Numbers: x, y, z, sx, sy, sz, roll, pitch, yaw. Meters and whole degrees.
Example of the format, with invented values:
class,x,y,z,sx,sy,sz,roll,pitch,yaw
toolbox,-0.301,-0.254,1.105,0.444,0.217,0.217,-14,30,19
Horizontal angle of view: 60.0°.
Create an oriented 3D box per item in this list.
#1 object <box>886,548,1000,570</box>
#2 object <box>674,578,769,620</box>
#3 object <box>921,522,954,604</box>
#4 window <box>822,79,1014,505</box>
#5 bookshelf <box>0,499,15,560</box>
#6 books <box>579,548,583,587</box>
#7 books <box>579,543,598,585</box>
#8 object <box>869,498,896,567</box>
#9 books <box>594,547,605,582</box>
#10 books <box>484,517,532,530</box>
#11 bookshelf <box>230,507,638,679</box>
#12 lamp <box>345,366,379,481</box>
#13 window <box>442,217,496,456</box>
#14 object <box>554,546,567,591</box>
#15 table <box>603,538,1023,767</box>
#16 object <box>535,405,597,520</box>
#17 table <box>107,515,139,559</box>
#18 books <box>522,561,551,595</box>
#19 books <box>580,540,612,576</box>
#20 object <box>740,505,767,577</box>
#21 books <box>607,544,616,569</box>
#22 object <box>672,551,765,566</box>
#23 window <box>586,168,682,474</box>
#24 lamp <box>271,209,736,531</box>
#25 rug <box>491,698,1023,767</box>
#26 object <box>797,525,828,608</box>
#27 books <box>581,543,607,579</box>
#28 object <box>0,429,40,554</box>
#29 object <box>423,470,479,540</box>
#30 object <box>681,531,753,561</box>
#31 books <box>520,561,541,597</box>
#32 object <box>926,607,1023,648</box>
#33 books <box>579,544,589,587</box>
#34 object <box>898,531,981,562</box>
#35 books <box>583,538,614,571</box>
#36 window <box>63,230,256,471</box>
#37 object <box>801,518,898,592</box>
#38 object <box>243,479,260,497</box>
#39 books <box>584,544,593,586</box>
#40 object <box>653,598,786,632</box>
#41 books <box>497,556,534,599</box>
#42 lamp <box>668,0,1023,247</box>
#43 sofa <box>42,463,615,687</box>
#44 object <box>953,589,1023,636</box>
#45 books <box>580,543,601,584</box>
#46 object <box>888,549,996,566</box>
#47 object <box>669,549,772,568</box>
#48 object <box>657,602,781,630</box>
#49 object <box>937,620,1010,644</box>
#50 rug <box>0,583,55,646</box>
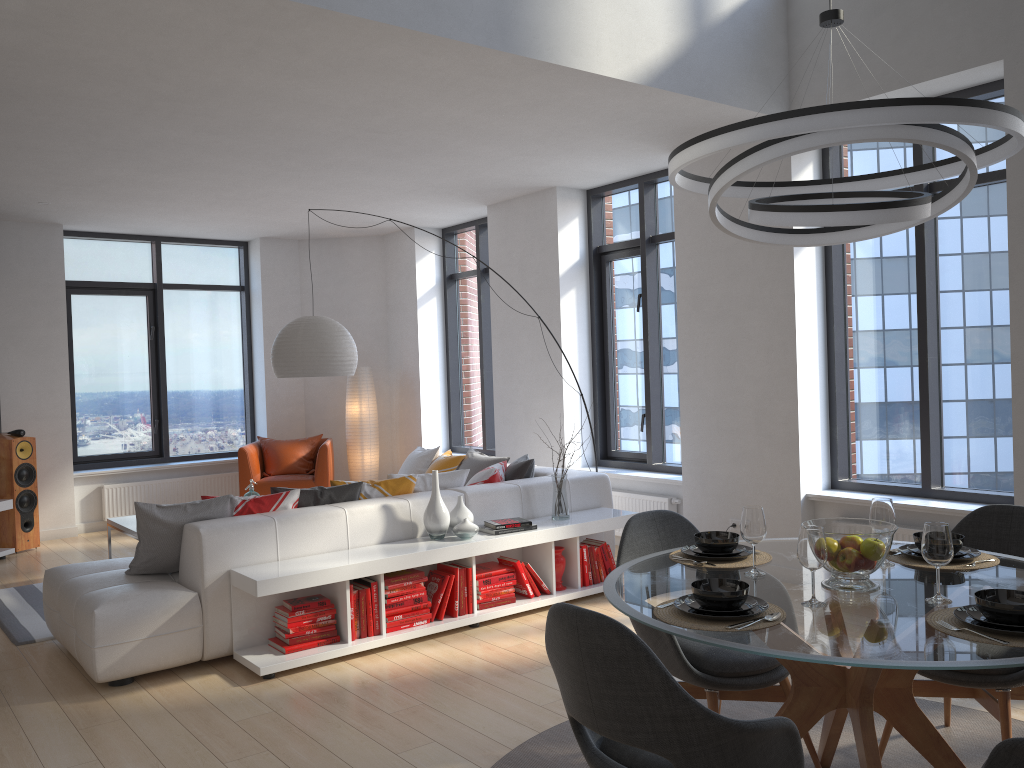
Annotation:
class,x,y,z,sx,sy,sz,roll,pitch,yaw
object,1.469,0.595,3.043,0.360,0.002,0.360,-2,1,5
object,0.581,0.597,2.473,0.258,0.074,0.258,-1,1,33
object,1.204,0.504,2.507,0.083,0.220,0.083,-2,1,13
window,2.548,-0.508,5.424,0.170,2.402,1.310,-3,1,-37
bookshelf,-4.724,0.502,6.145,0.455,2.052,3.000,-2,1,8
books,0.385,1.159,5.651,0.026,0.250,0.168,-3,1,-38
books,0.459,1.155,5.725,0.076,0.252,0.199,-3,1,-37
object,1.243,0.495,2.972,0.083,0.220,0.083,-2,1,13
books,0.513,1.163,5.760,0.081,0.230,0.165,-3,1,-37
books,-0.026,0.843,5.358,0.238,0.027,0.188,-2,1,-24
bookshelf,-0.292,1.145,5.180,2.600,0.500,0.356,-3,1,-37
lamp,-1.406,0.585,9.421,0.804,1.550,0.502,-2,1,13
window,-0.251,-0.475,9.075,0.170,2.402,1.310,-3,1,-37
object,0.278,1.160,5.579,0.125,0.258,0.125,-1,1,30
table,1.046,0.998,2.732,1.499,0.764,1.499,-1,1,42
object,0.353,0.492,5.654,0.406,0.744,0.607,-2,1,3
table,-2.291,1.209,6.605,1.091,0.435,1.091,-3,1,-37
books,0.109,1.187,5.464,0.186,0.223,0.188,-3,1,-37
books,0.557,1.152,5.807,0.119,0.249,0.187,-3,1,-37
object,0.790,0.511,2.898,0.083,0.220,0.083,-2,1,24
books,0.607,1.158,5.852,0.103,0.230,0.173,-3,1,-37
object,0.737,0.610,3.170,0.309,0.015,0.206,-3,1,-33
window,1.149,-0.491,7.249,0.170,2.402,1.310,-3,1,-37
lamp,-0.088,0.044,6.360,3.199,2.647,0.710,-2,1,-1
rug,1.051,1.386,2.732,2.499,0.010,2.499,-1,1,26
object,0.853,0.516,2.515,0.083,0.220,0.083,-2,1,-9
books,0.530,1.161,5.777,0.083,0.233,0.178,-3,1,-37
object,-4.484,0.947,7.903,0.434,1.088,0.290,-2,1,23
object,-0.369,0.698,5.198,0.316,0.398,0.319,-2,1,-14
object,0.736,0.580,3.184,0.258,0.074,0.258,-1,1,33
books,0.065,1.183,5.430,0.148,0.232,0.171,-3,1,-36
object,1.256,0.616,2.263,0.360,0.002,0.360,-1,1,27
books,0.409,1.149,5.679,0.050,0.268,0.198,-3,1,-38
object,1.466,0.557,3.047,0.258,0.074,0.258,-2,1,-18
books,0.581,1.147,5.829,0.116,0.255,0.198,-3,1,-37
window,-3.748,-0.362,9.448,1.960,2.402,0.170,-3,1,-37
object,1.032,0.524,2.711,0.278,0.184,0.278,-2,1,-29
object,-2.024,0.850,6.618,0.330,0.265,0.330,-2,1,-13
books,0.436,1.152,5.696,0.056,0.262,0.185,-3,1,-37
object,0.576,0.635,2.470,0.360,0.002,0.360,-1,1,27
books,0.023,1.176,5.406,0.134,0.248,0.192,-3,1,-38
lamp,0.914,-2.699,2.660,1.000,4.513,1.000,-3,1,-36
sofa,-1.404,1.049,6.199,3.424,0.732,2.614,-3,1,-38
object,1.266,0.577,2.255,0.258,0.074,0.258,-2,1,-18
books,0.489,1.157,5.734,0.066,0.247,0.175,-3,1,-37
object,1.456,0.588,3.044,0.206,0.015,0.309,-3,1,-33
object,0.745,0.618,3.176,0.360,0.002,0.360,-2,1,5
object,0.580,0.627,2.464,0.206,0.015,0.309,-3,1,-33
object,1.261,0.608,2.272,0.309,0.015,0.206,-2,1,-28
rug,-2.395,1.439,6.369,2.326,0.016,1.662,-3,1,-38
